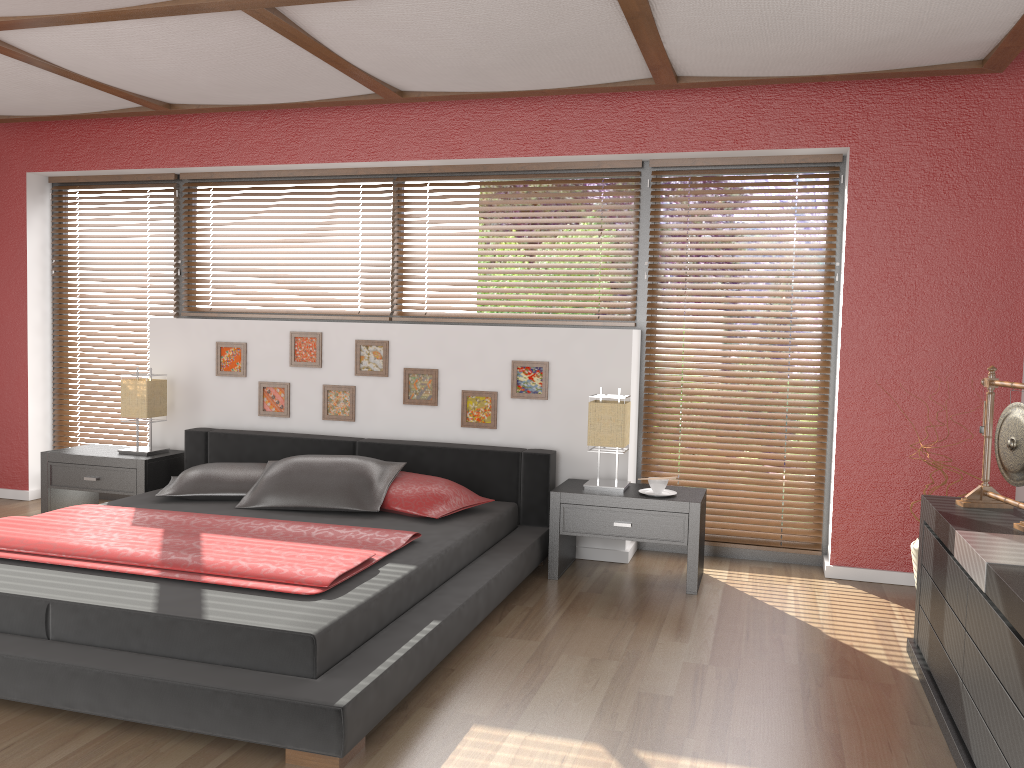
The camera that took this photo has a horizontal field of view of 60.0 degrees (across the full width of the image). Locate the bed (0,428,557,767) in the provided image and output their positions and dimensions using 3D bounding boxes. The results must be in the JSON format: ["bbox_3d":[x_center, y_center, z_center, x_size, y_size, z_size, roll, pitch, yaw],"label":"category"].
[{"bbox_3d":[-1.278,0.632,3.795,2.469,0.577,2.413,2,4,16],"label":"bed"}]

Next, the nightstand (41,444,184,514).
[{"bbox_3d":[-2.291,0.601,5.132,0.700,0.423,0.413,2,4,16],"label":"nightstand"}]

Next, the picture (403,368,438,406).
[{"bbox_3d":[-0.498,0.015,4.833,0.200,0.200,0.010,2,4,16],"label":"picture"}]

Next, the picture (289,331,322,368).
[{"bbox_3d":[-1.167,-0.195,5.017,0.200,0.200,0.010,2,4,16],"label":"picture"}]

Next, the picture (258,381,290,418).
[{"bbox_3d":[-1.366,0.089,5.090,0.200,0.200,0.010,2,4,16],"label":"picture"}]

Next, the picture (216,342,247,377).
[{"bbox_3d":[-1.633,-0.143,5.156,0.200,0.200,0.010,2,4,16],"label":"picture"}]

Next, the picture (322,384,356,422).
[{"bbox_3d":[-0.971,0.107,4.976,0.200,0.200,0.010,2,4,16],"label":"picture"}]

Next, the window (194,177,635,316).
[{"bbox_3d":[-0.666,-0.801,5.208,2.817,0.786,0.020,2,4,16],"label":"window"}]

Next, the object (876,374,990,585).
[{"bbox_3d":[1.774,0.478,3.814,0.422,1.035,0.364,1,4,-9],"label":"object"}]

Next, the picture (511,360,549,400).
[{"bbox_3d":[0.093,-0.021,4.659,0.200,0.200,0.010,2,4,16],"label":"picture"}]

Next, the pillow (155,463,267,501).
[{"bbox_3d":[-1.394,0.496,4.515,0.745,0.172,0.418,1,4,-9],"label":"pillow"}]

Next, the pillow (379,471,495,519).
[{"bbox_3d":[-0.504,0.531,4.313,0.745,0.172,0.418,4,4,35],"label":"pillow"}]

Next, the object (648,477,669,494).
[{"bbox_3d":[0.691,0.484,4.198,0.099,0.069,0.099,5,5,41],"label":"object"}]

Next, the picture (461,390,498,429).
[{"bbox_3d":[-0.176,0.137,4.746,0.200,0.200,0.010,2,4,16],"label":"picture"}]

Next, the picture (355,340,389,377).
[{"bbox_3d":[-0.776,-0.142,4.906,0.200,0.200,0.010,2,4,16],"label":"picture"}]

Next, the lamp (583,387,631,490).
[{"bbox_3d":[0.475,0.257,4.348,0.200,0.480,0.200,2,4,16],"label":"lamp"}]

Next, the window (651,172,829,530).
[{"bbox_3d":[1.190,-0.178,4.700,0.889,1.893,0.020,2,4,16],"label":"window"}]

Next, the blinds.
[{"bbox_3d":[-0.704,-0.220,5.179,4.840,1.952,0.032,2,4,16],"label":"blinds"}]

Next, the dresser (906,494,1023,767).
[{"bbox_3d":[1.529,0.769,2.458,0.540,0.608,1.740,2,4,16],"label":"dresser"}]

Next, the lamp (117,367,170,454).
[{"bbox_3d":[-2.115,0.145,5.098,0.200,0.480,0.200,2,4,16],"label":"lamp"}]

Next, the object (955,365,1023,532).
[{"bbox_3d":[1.660,0.194,2.910,0.173,0.498,0.490,2,3,1],"label":"object"}]

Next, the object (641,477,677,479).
[{"bbox_3d":[0.697,0.446,4.200,0.192,0.007,0.007,0,4,-19],"label":"object"}]

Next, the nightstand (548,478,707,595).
[{"bbox_3d":[0.566,0.724,4.305,0.700,0.423,0.413,2,4,16],"label":"nightstand"}]

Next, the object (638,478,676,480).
[{"bbox_3d":[0.683,0.446,4.181,0.192,0.007,0.007,1,4,-14],"label":"object"}]

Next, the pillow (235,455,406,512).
[{"bbox_3d":[-0.925,0.470,4.287,0.744,0.241,0.386,2,4,12],"label":"pillow"}]

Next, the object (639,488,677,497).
[{"bbox_3d":[0.690,0.516,4.200,0.179,0.012,0.179,5,5,41],"label":"object"}]

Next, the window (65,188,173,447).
[{"bbox_3d":[-2.554,-0.340,5.783,0.889,1.893,0.020,2,4,16],"label":"window"}]
